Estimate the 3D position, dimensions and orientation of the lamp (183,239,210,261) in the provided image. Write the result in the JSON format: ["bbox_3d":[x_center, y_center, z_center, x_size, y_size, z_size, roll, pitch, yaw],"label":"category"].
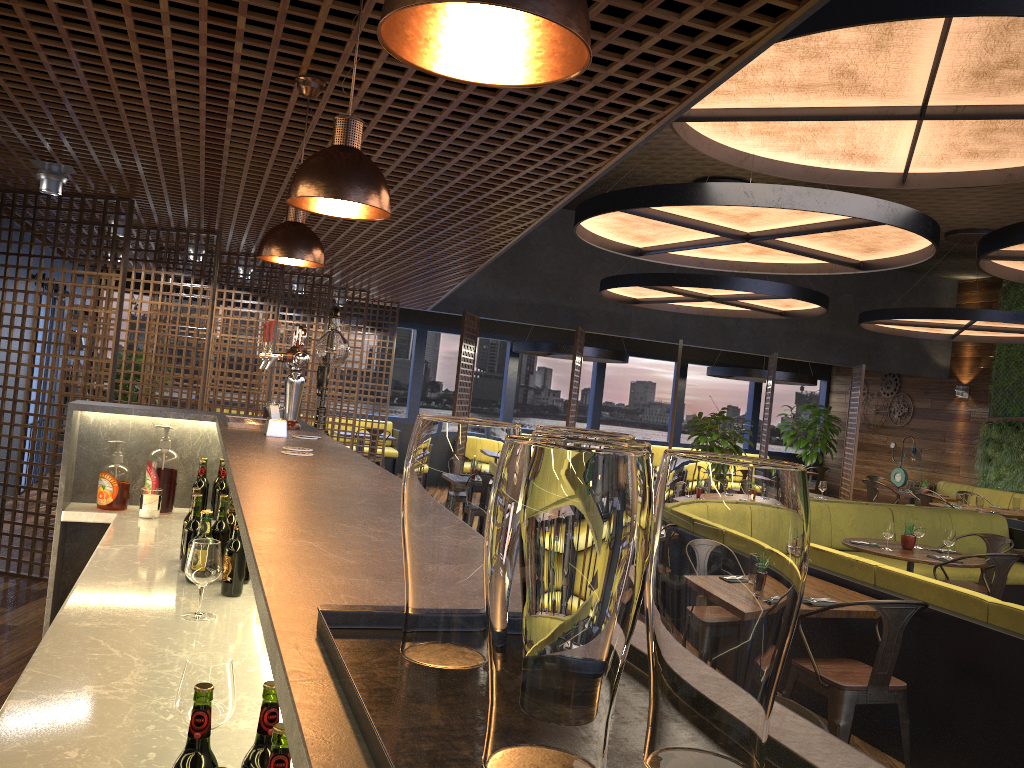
[{"bbox_3d":[-2.881,-1.214,8.085,0.228,0.172,0.228,6,-1,-19],"label":"lamp"}]

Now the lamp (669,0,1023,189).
[{"bbox_3d":[2.313,-2.000,4.888,2.778,1.159,2.778,6,-1,31],"label":"lamp"}]

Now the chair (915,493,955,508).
[{"bbox_3d":[5.395,1.867,11.286,0.541,0.917,0.504,6,-1,-19],"label":"chair"}]

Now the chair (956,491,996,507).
[{"bbox_3d":[6.533,1.999,12.492,0.504,0.917,0.541,6,-1,-19],"label":"chair"}]

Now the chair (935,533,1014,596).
[{"bbox_3d":[3.587,1.633,6.980,0.541,0.917,0.504,6,-1,-19],"label":"chair"}]

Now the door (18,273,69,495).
[{"bbox_3d":[-5.414,-0.024,10.243,0.052,2.386,2.441,6,-1,-19],"label":"door"}]

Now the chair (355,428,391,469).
[{"bbox_3d":[-2.113,1.099,13.194,0.504,0.917,0.541,6,-1,-19],"label":"chair"}]

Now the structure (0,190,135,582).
[{"bbox_3d":[-3.417,-0.004,6.263,1.319,2.700,0.050,6,-1,11],"label":"structure"}]

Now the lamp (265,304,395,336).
[{"bbox_3d":[-2.716,-1.952,13.797,1.979,2.172,1.979,6,-1,-13],"label":"lamp"}]

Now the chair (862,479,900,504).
[{"bbox_3d":[5.470,1.895,13.203,0.541,0.917,0.504,6,-1,-19],"label":"chair"}]

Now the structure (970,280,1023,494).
[{"bbox_3d":[9.524,0.450,10.880,0.918,4.593,9.182,6,-1,-20],"label":"structure"}]

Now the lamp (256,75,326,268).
[{"bbox_3d":[-0.778,-0.782,3.264,0.250,0.673,0.250,6,-1,13],"label":"lamp"}]

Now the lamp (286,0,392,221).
[{"bbox_3d":[-0.378,-0.751,2.124,0.250,0.673,0.250,6,-1,13],"label":"lamp"}]

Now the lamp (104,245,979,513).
[{"bbox_3d":[0.356,0.416,9.298,9.057,2.714,3.017,6,-1,-19],"label":"lamp"}]

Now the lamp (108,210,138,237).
[{"bbox_3d":[-3.055,-1.245,6.911,0.228,0.172,0.228,6,-1,-19],"label":"lamp"}]

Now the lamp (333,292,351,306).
[{"bbox_3d":[-2.243,-1.111,11.630,0.228,0.172,0.228,6,-1,-19],"label":"lamp"}]

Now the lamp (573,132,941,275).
[{"bbox_3d":[1.954,-1.837,7.100,2.778,1.475,2.778,6,-1,-15],"label":"lamp"}]

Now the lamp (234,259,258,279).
[{"bbox_3d":[-2.780,-1.192,9.231,0.228,0.172,0.228,6,-1,-19],"label":"lamp"}]

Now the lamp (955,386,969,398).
[{"bbox_3d":[7.881,0.132,15.600,0.189,0.215,0.215,6,-1,-19],"label":"lamp"}]

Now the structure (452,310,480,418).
[{"bbox_3d":[-0.713,0.345,12.584,0.050,2.700,0.852,6,-1,11],"label":"structure"}]

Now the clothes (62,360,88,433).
[{"bbox_3d":[-6.089,0.385,12.485,0.401,1.494,0.423,6,-1,-24],"label":"clothes"}]

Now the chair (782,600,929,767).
[{"bbox_3d":[1.579,1.392,4.113,0.504,0.917,0.541,6,-1,-19],"label":"chair"}]

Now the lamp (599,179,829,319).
[{"bbox_3d":[2.552,-1.733,11.067,2.778,1.475,2.778,6,-1,-19],"label":"lamp"}]

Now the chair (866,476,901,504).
[{"bbox_3d":[5.906,1.951,14.148,0.504,0.917,0.541,6,-1,-19],"label":"chair"}]

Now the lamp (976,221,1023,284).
[{"bbox_3d":[4.881,-1.538,6.202,2.778,1.475,2.778,6,-1,30],"label":"lamp"}]

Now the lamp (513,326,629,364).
[{"bbox_3d":[1.107,-1.536,15.148,1.979,2.172,1.979,6,-1,26],"label":"lamp"}]

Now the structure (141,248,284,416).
[{"bbox_3d":[-2.977,0.067,8.629,1.319,2.700,0.050,6,-1,11],"label":"structure"}]

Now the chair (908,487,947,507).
[{"bbox_3d":[5.718,1.911,12.204,0.504,0.917,0.541,6,-1,-19],"label":"chair"}]

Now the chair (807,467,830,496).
[{"bbox_3d":[5.341,1.909,15.826,0.504,0.917,0.541,6,-1,-19],"label":"chair"}]

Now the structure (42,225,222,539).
[{"bbox_3d":[-3.197,0.031,7.446,1.319,2.700,0.050,6,-1,11],"label":"structure"}]

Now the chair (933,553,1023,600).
[{"bbox_3d":[3.202,1.584,6.187,0.504,0.917,0.541,6,-1,-19],"label":"chair"}]

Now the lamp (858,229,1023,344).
[{"bbox_3d":[6.361,-1.396,12.326,2.778,1.362,2.778,6,-1,35],"label":"lamp"}]

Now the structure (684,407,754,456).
[{"bbox_3d":[2.976,1.211,13.209,0.993,1.763,1.166,5,-1,41],"label":"structure"}]

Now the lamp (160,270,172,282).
[{"bbox_3d":[-4.180,-1.323,10.732,0.228,0.172,0.228,6,-1,-19],"label":"lamp"}]

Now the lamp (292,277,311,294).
[{"bbox_3d":[-2.497,-1.150,10.420,0.228,0.172,0.228,6,-1,-19],"label":"lamp"}]

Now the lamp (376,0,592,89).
[{"bbox_3d":[0.003,-0.723,1.035,0.250,0.673,0.250,6,-1,13],"label":"lamp"}]

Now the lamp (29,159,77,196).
[{"bbox_3d":[-2.762,-1.231,5.325,0.228,0.172,0.228,6,-1,-19],"label":"lamp"}]

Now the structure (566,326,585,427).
[{"bbox_3d":[0.882,0.519,13.147,0.050,2.700,0.852,6,-1,11],"label":"structure"}]

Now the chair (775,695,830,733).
[{"bbox_3d":[0.360,1.175,1.772,0.438,1.048,0.483,6,-1,9],"label":"chair"}]

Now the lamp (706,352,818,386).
[{"bbox_3d":[4.717,-1.146,16.423,1.979,2.172,1.979,6,-1,-34],"label":"lamp"}]
